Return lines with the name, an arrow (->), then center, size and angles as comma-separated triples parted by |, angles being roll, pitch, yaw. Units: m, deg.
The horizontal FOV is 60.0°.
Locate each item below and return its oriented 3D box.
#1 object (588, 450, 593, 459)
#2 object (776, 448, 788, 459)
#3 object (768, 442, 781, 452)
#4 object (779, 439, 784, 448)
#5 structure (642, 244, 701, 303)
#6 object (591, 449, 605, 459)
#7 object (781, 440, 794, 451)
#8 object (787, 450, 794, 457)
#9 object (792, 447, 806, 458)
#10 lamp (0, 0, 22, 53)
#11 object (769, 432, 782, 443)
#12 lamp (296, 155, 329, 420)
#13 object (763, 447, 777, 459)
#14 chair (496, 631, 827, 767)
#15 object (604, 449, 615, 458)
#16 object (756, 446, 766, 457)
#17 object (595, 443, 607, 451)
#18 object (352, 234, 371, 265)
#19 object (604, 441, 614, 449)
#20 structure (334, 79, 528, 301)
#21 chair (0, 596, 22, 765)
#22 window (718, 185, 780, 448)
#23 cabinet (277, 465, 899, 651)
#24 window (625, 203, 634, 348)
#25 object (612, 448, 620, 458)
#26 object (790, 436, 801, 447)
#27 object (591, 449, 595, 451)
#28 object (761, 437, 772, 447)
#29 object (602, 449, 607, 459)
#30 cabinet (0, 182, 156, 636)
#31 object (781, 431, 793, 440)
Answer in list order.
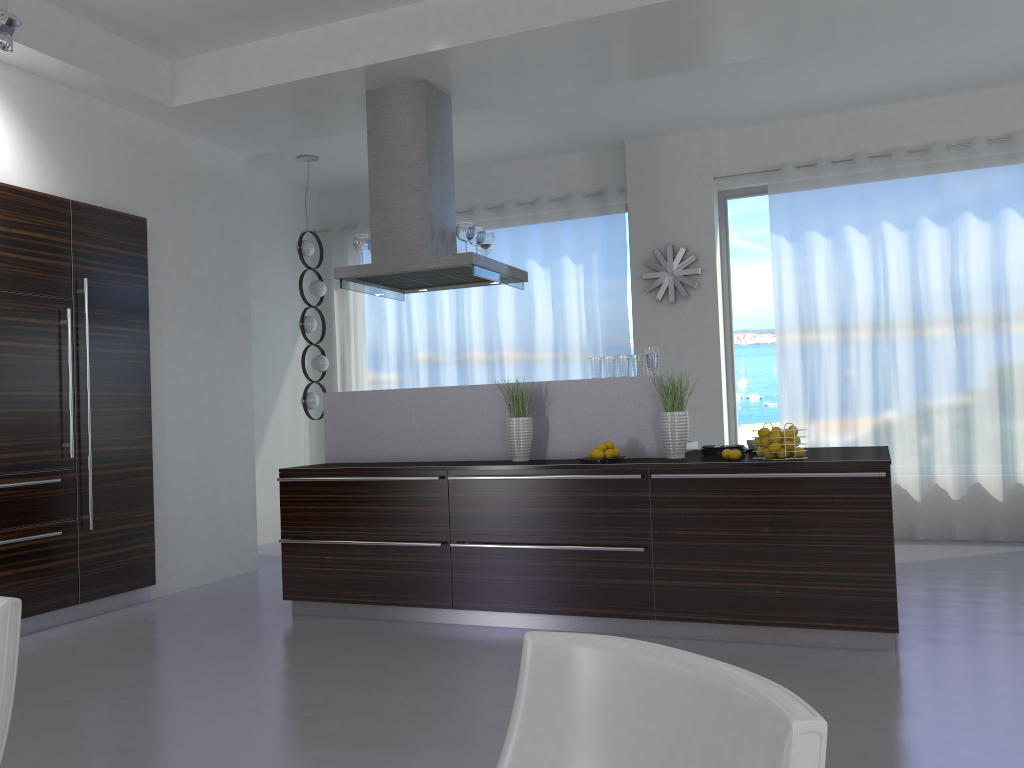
object -> 0.434, 0.377, 4.710 | 0.063, 0.051, 0.053 | -3, -2, 26
object -> 1.293, 0.332, 4.246 | 0.051, 0.053, 0.063 | -3, -2, 30
object -> 1.254, 0.305, 4.232 | 0.061, 0.054, 0.052 | -2, -2, -1
object -> 1.306, 0.293, 4.278 | 0.051, 0.053, 0.062 | -3, -2, 30
structure -> 1.373, -0.950, 7.646 | 0.505, 0.505, 0.076 | -3, -2, 22
object -> 0.450, 0.370, 4.653 | 0.070, 0.058, 0.060 | -3, -2, 21
object -> 1.321, 0.295, 4.251 | 0.061, 0.055, 0.051 | -2, -2, 2
object -> 1.343, 0.334, 4.310 | 0.061, 0.055, 0.050 | -1, -2, -22
object -> 1.379, 0.329, 4.263 | 0.062, 0.052, 0.053 | -1, -2, -28
lamp -> -2.385, -1.893, 4.177 | 0.171, 0.511, 0.605 | -1, -2, -36
object -> 1.263, 0.259, 4.258 | 0.061, 0.052, 0.053 | -4, -2, 35
lamp -> -1.800, -0.860, 7.983 | 0.180, 2.370, 0.367 | -3, -2, 16
object -> 1.252, 0.333, 4.287 | 0.064, 0.063, 0.074 | -4, -3, 43
chair -> 0.009, 0.757, 0.998 | 0.620, 0.805, 0.508 | -1, -2, -33
object -> 0.511, 0.369, 4.674 | 0.061, 0.054, 0.052 | -2, -2, -1
object -> 1.228, 0.330, 4.343 | 0.060, 0.057, 0.052 | -3, -2, 24
object -> 0.471, 0.337, 4.695 | 0.061, 0.047, 0.053 | -3, -2, 25
object -> -0.983, -0.858, 5.795 | 0.125, 0.221, 0.125 | 0, -3, -43
object -> 0.517, 0.326, 4.721 | 0.053, 0.048, 0.063 | -2, -2, -12
structure -> -0.535, -1.246, 5.937 | 0.981, 1.231, 0.915 | -3, -2, 22
chair -> -1.188, 0.819, 1.502 | 0.508, 0.805, 0.620 | -2, -2, -8
window -> 3.260, -0.514, 7.226 | 3.000, 2.500, 0.100 | -3, -2, 22
cabinet -> 0.416, 0.853, 5.125 | 3.285, 0.852, 1.377 | -3, -2, 22
window -> -0.204, -0.334, 8.652 | 3.000, 2.500, 0.100 | -3, -2, 22
object -> 0.547, 0.365, 4.719 | 0.063, 0.053, 0.051 | -1, -2, -27
object -> 1.367, 0.280, 4.288 | 0.061, 0.054, 0.053 | -1, -2, -21
object -> 0.447, 0.374, 4.764 | 0.052, 0.054, 0.061 | -1, -2, -21
object -> 1.242, 0.283, 4.306 | 0.062, 0.053, 0.052 | -2, -2, -6
object -> 0.495, 0.372, 4.730 | 0.057, 0.060, 0.071 | -3, -2, 24
cabinet -> -3.305, 0.142, 4.243 | 0.669, 2.500, 3.600 | -3, -2, 22
object -> 1.321, 0.245, 4.258 | 0.051, 0.053, 0.063 | -4, -2, 35
